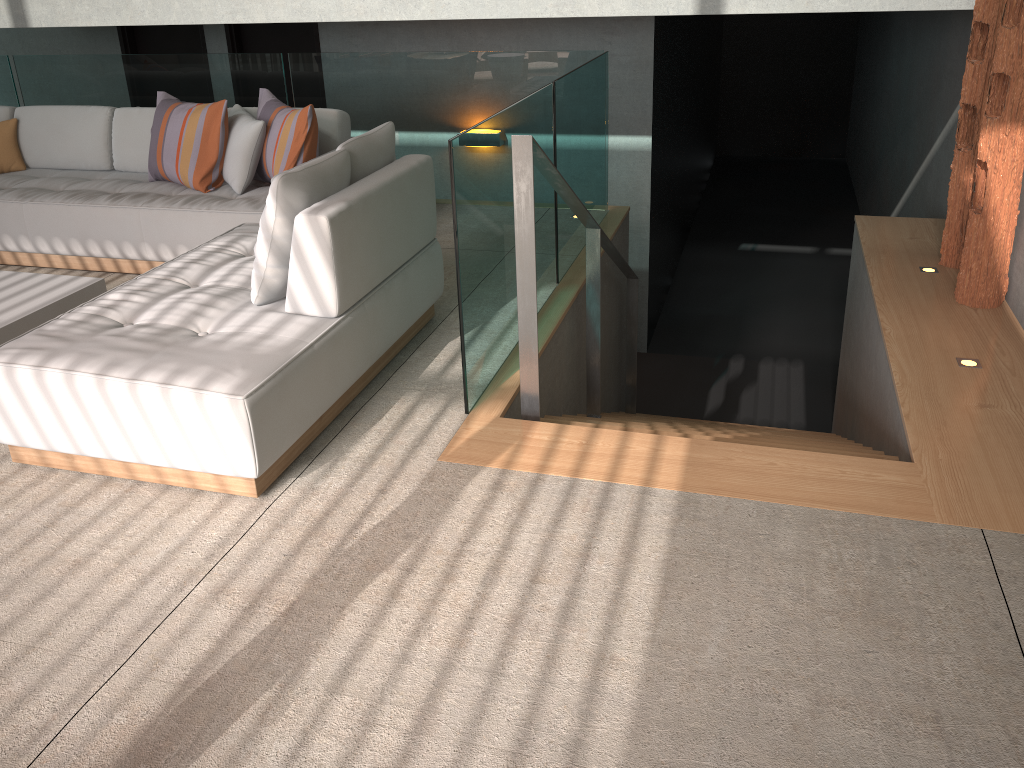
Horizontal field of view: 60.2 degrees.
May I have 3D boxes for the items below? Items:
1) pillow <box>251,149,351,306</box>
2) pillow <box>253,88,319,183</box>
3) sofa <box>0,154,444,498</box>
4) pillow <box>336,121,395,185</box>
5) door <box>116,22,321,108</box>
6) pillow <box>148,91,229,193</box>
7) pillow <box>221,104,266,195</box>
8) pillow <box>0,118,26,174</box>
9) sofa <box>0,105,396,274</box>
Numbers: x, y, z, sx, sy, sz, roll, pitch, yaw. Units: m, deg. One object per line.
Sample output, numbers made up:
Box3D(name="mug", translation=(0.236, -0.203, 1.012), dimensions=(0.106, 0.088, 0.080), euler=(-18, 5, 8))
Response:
Box3D(name="pillow", translation=(-0.767, -0.576, 3.232), dimensions=(0.266, 0.469, 0.506), euler=(5, 25, 16))
Box3D(name="pillow", translation=(-1.223, -1.301, 4.755), dimensions=(0.282, 0.490, 0.712), euler=(-15, 27, -27))
Box3D(name="sofa", translation=(-1.010, -0.357, 3.332), dimensions=(1.014, 0.712, 1.642), euler=(5, 26, 15))
Box3D(name="pillow", translation=(-0.631, -0.797, 3.655), dimensions=(0.238, 0.483, 0.506), euler=(5, 25, 16))
Box3D(name="door", translation=(1.006, 0.233, 1.144), dimensions=(5.781, 4.346, 15.773), euler=(-6, 26, -9))
Box3D(name="pillow", translation=(-1.822, -1.342, 4.915), dimensions=(0.745, 0.480, 0.317), euler=(18, 30, 37))
Box3D(name="pillow", translation=(-1.503, -1.300, 4.861), dimensions=(0.241, 0.393, 0.607), euler=(-15, 27, -27))
Box3D(name="pillow", translation=(-3.269, -1.460, 5.445), dimensions=(0.465, 0.315, 0.232), euler=(-11, 25, -18))
Box3D(name="sofa", translation=(-2.470, -1.196, 5.167), dimensions=(3.464, 0.732, 1.079), euler=(6, 26, 16))
